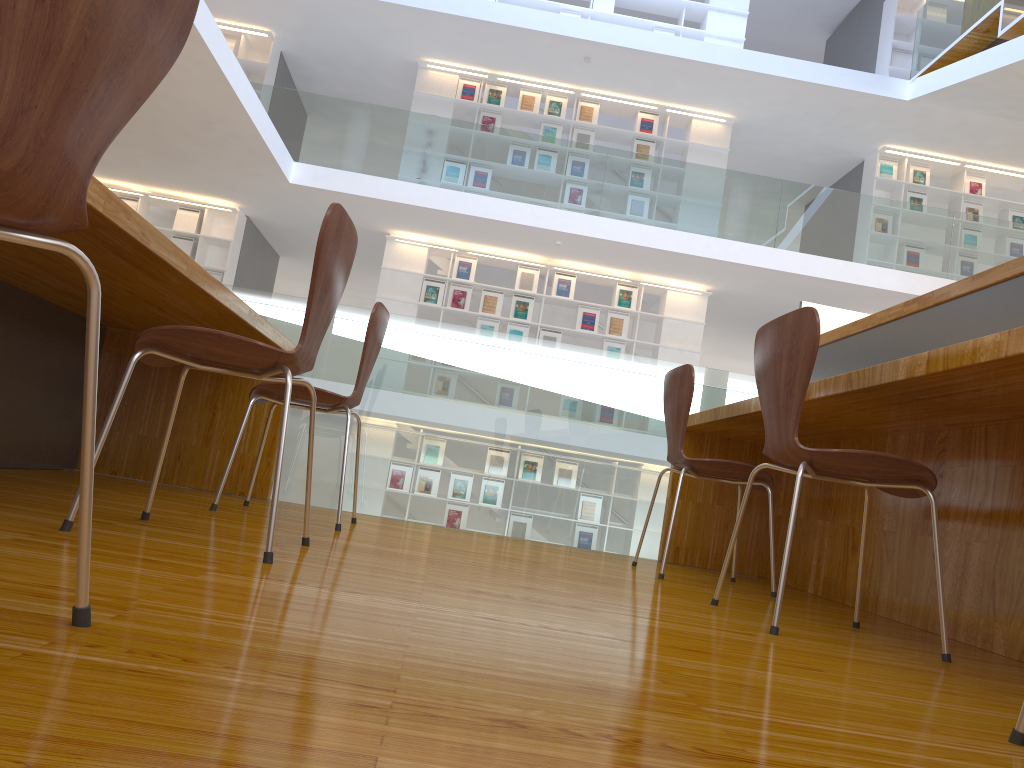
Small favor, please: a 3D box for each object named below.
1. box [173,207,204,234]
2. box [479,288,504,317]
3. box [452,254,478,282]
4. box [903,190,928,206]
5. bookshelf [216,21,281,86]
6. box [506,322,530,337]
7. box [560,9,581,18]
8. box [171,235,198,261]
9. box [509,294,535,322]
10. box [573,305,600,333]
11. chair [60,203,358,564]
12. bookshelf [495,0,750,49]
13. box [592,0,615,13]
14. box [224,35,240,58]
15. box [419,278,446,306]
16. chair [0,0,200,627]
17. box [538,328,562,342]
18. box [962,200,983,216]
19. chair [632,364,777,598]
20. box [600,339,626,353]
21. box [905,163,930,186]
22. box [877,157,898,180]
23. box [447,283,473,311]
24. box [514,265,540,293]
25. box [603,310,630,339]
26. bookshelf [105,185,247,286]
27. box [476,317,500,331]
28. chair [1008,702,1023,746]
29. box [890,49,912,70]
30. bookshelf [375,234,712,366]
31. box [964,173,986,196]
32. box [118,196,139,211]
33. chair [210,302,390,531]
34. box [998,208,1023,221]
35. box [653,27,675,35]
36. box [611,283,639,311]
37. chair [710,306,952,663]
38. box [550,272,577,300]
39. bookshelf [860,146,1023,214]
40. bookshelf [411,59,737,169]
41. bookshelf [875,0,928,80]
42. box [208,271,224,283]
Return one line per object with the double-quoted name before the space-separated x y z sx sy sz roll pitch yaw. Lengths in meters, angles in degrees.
"box" -3.604 -1.791 9.882 0.245 0.296 0.274 10 -7 -3
"box" -0.233 -0.894 9.946 0.245 0.296 0.274 10 -7 -3
"box" -0.532 -1.276 9.967 0.245 0.296 0.274 10 -7 -3
"box" 4.729 -2.108 10.464 0.245 0.296 0.274 10 -7 -3
"bookshelf" -4.289 -3.301 9.926 2.984 1.836 0.498 10 -7 -3
"box" 0.049 -0.514 9.925 0.245 0.296 0.274 10 -7 -3
"box" 0.655 -4.174 10.349 0.245 0.296 0.274 10 -7 -3
"box" -3.658 -1.470 9.844 0.245 0.296 0.274 10 -7 -3
"box" 0.107 -0.836 9.962 0.245 0.296 0.274 10 -7 -3
"box" 0.843 -0.714 9.998 0.245 0.296 0.274 10 -7 -3
"chair" -0.572 -0.024 1.823 0.381 0.693 0.428 10 -7 -3
"bookshelf" 0.927 -4.444 10.393 3.666 1.836 0.498 10 -7 -3
"box" 1.068 -4.435 10.404 0.245 0.296 0.274 10 -7 -3
"box" -3.274 -3.797 10.114 0.245 0.296 0.274 10 -7 -3
"box" -0.885 -1.006 9.915 0.245 0.296 0.274 10 -7 -3
"chair" -0.537 -0.147 0.710 0.381 0.693 0.428 10 -7 -3
"box" 0.413 -0.453 9.942 0.245 0.296 0.274 10 -7 -3
"box" 5.399 -1.992 10.496 0.245 0.296 0.274 10 -7 -3
"chair" 0.676 0.319 2.982 0.381 0.693 0.428 10 -7 -3
"box" 1.126 -0.332 9.977 0.245 0.296 0.274 10 -7 -3
"box" 4.780 -2.428 10.501 0.245 0.296 0.274 10 -7 -3
"box" 4.389 -2.495 10.482 0.245 0.296 0.274 10 -7 -3
"box" -0.586 -0.952 9.942 0.245 0.296 0.274 10 -7 -3
"box" 0.167 -1.157 10.000 0.245 0.296 0.274 10 -7 -3
"box" 1.178 -0.654 10.014 0.245 0.296 0.274 10 -7 -3
"bookshelf" -4.619 -1.295 9.693 2.984 1.836 0.498 10 -7 -3
"box" -0.284 -0.571 9.909 0.245 0.296 0.274 10 -7 -3
"chair" 0.850 0.108 0.910 0.381 0.693 0.428 10 -7 -3
"box" 4.631 -3.823 10.638 0.245 0.296 0.274 10 -7 -3
"bookshelf" 0.272 -0.462 9.931 3.666 1.836 0.498 10 -7 -3
"box" 5.449 -2.316 10.531 0.245 0.296 0.274 10 -7 -3
"box" -4.271 -1.906 9.847 0.245 0.296 0.274 10 -7 -3
"chair" -0.636 0.077 2.787 0.381 0.693 0.428 10 -7 -3
"box" 5.953 -1.898 10.522 0.245 0.296 0.274 10 -7 -3
"box" 1.751 -3.987 10.402 0.245 0.296 0.274 10 -7 -3
"box" 1.279 -0.968 10.054 0.245 0.296 0.274 10 -7 -3
"chair" 0.739 0.218 2.018 0.381 0.693 0.428 10 -7 -3
"box" 0.578 -1.088 10.020 0.245 0.296 0.274 10 -7 -3
"bookshelf" 5.588 -1.622 10.400 2.984 1.836 0.498 10 -7 -3
"bookshelf" 0.602 -2.469 10.164 3.666 1.836 0.498 10 -7 -3
"bookshelf" 5.913 -3.598 10.629 2.984 1.836 0.498 10 -7 -3
"box" -3.341 -1.085 9.825 0.245 0.296 0.274 10 -7 -3
